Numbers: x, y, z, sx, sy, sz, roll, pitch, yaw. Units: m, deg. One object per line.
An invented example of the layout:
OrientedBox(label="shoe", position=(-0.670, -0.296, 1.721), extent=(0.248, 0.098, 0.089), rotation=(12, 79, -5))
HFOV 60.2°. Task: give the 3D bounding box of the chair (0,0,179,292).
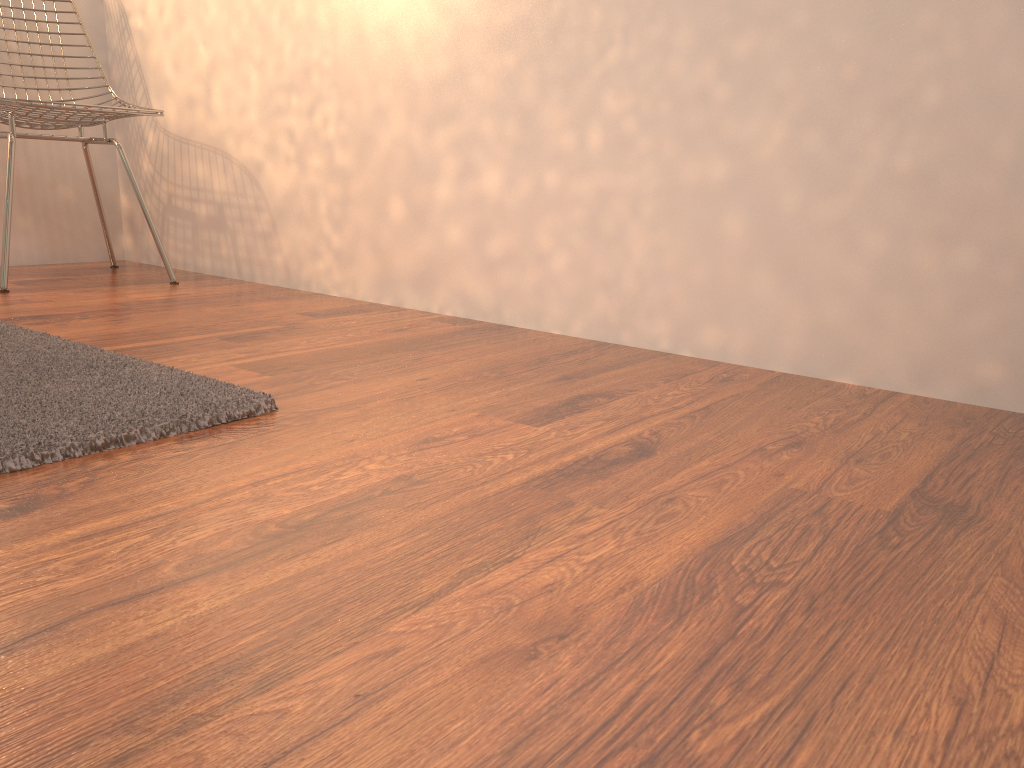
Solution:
OrientedBox(label="chair", position=(-1.286, -0.751, 2.430), extent=(0.535, 0.926, 0.553), rotation=(-13, 23, -42))

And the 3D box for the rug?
OrientedBox(label="rug", position=(-1.473, 0.083, 0.875), extent=(1.269, 0.009, 2.033), rotation=(13, 16, 35))
